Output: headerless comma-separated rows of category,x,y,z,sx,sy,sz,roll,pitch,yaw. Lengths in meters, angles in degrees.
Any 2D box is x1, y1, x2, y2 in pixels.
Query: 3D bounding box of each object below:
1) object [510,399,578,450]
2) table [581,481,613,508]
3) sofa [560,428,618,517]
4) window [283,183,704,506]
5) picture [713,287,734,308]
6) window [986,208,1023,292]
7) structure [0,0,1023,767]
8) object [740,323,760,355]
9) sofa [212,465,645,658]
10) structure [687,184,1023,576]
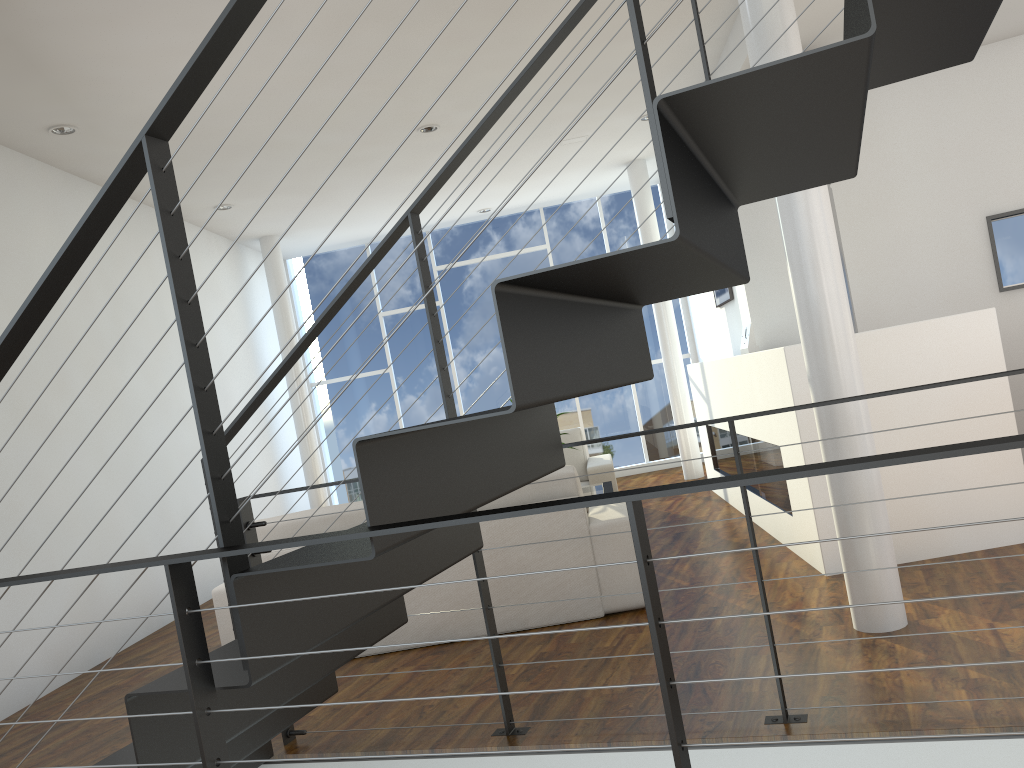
object,0.143,0.308,4.619,0.431,0.601,0.458,-11,0,-10
table,-0.235,0.831,4.706,1.609,0.284,0.661,-11,-1,5
sofa,-0.133,0.681,5.778,1.611,0.565,0.802,-11,0,6
window,-0.432,-1.777,7.703,3.416,5.636,0.090,-11,1,4
picture,1.352,-0.728,5.795,0.020,0.415,0.575,-11,0,4
window,3.505,-0.870,4.411,2.027,0.408,0.165,-11,0,20
structure,0.888,0.233,1.349,4.368,6.298,1.092,-11,1,20
object,1.249,-0.239,4.696,0.061,0.151,0.100,-11,0,-9
sofa,-0.309,0.682,3.648,1.611,0.565,0.802,-11,0,5
structure,1.394,-0.449,4.537,0.750,2.206,2.749,-11,0,4
